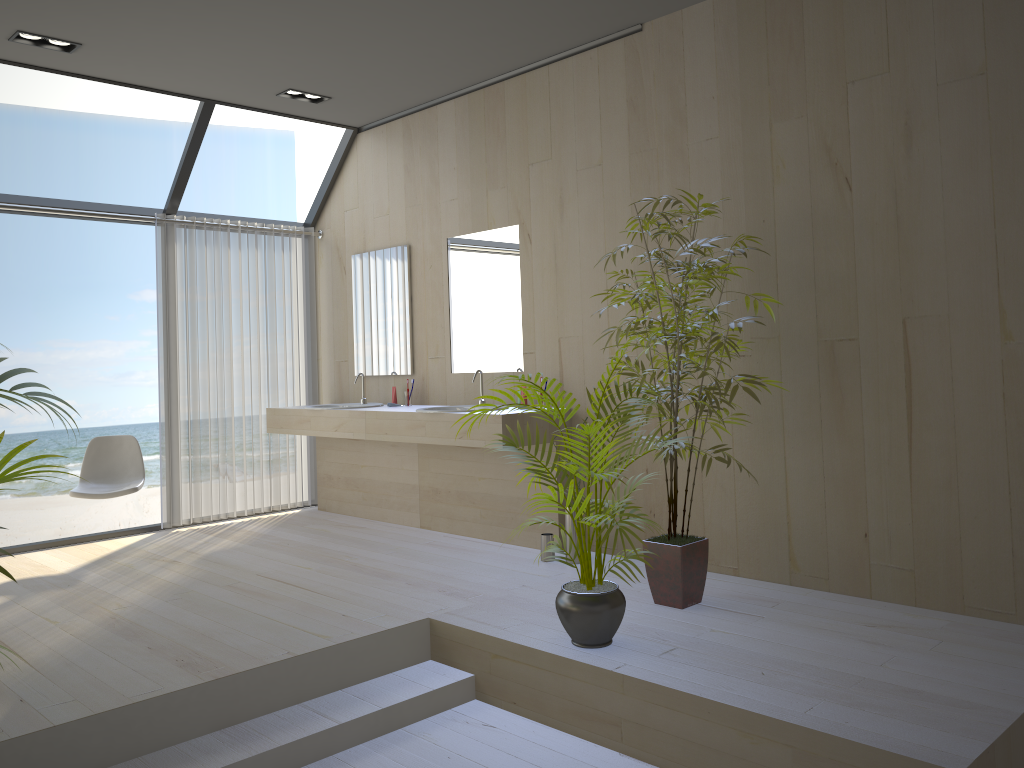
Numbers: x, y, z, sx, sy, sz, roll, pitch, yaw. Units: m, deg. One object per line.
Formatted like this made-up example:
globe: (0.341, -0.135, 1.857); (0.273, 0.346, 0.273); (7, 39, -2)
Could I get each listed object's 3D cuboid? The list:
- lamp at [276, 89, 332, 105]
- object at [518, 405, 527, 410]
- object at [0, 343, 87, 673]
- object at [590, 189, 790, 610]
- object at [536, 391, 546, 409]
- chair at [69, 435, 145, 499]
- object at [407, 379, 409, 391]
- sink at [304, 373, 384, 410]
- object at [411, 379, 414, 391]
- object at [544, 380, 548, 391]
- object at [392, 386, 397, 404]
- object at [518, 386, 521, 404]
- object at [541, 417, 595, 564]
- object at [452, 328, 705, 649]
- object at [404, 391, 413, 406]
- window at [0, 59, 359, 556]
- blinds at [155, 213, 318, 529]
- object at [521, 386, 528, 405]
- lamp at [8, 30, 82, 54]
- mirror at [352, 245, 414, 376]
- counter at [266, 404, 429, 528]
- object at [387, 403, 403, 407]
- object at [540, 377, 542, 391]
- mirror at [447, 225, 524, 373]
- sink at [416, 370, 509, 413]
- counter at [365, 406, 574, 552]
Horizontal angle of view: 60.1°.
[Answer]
lamp: (-1.310, -1.858, 5.569); (0.301, 0.112, 0.164); (-3, 1, -44)
object: (0.084, 0.127, 4.888); (0.104, 0.029, 0.032); (-2, 0, -4)
object: (-1.374, 0.373, 1.802); (0.872, 1.348, 1.065); (-3, -1, 34)
object: (0.727, 0.052, 3.806); (0.787, 1.760, 0.933); (-1, -1, -19)
object: (0.163, 0.091, 4.938); (0.058, 0.100, 0.058); (-1, -1, -34)
chair: (-2.383, 0.492, 5.235); (0.369, 0.348, 0.454); (-2, 0, -16)
object: (-0.677, 0.056, 5.772); (0.012, 0.178, 0.050); (-2, -2, -5)
sink: (-1.130, 0.137, 5.958); (0.504, 0.420, 0.573); (-2, 0, -41)
object: (-0.665, 0.056, 5.806); (0.054, 0.175, 0.012); (-1, -2, -19)
object: (0.177, 0.050, 4.944); (0.054, 0.175, 0.012); (-1, -2, -19)
object: (-0.775, 0.083, 5.831); (0.039, 0.135, 0.039); (-2, -2, 4)
object: (0.050, 0.074, 5.082); (0.039, 0.135, 0.039); (-2, -2, -3)
object: (0.334, 0.551, 4.692); (0.273, 0.750, 0.407); (-3, -2, 34)
object: (0.231, 0.370, 3.243); (0.916, 1.159, 0.749); (-2, -1, -11)
object: (-0.679, 0.098, 5.800); (0.058, 0.100, 0.058); (-1, -1, -38)
window: (-2.940, -0.393, 4.972); (4.563, 2.818, 0.743); (-2, -1, -44)
blinds: (-1.905, -0.117, 6.229); (1.183, 2.074, 0.084); (-1, -2, -44)
object: (0.067, 0.076, 4.969); (0.039, 0.135, 0.039); (-2, -2, -3)
lamp: (-2.383, -1.796, 4.520); (0.301, 0.112, 0.164); (-3, 1, -44)
mirror: (-0.907, -0.496, 6.148); (0.023, 0.870, 0.652); (0, -2, -44)
counter: (-1.106, 0.550, 6.001); (0.551, 0.792, 1.203); (-1, 0, -44)
object: (-0.758, 0.134, 5.750); (0.104, 0.029, 0.032); (-2, 0, -4)
object: (0.165, 0.050, 4.910); (0.012, 0.178, 0.050); (-2, -2, -5)
mirror: (-0.164, -0.503, 5.426); (0.023, 0.870, 0.652); (0, -2, -44)
sink: (-0.288, 0.130, 5.096); (0.504, 0.420, 0.573); (-2, 0, -41)
counter: (-0.264, 0.544, 5.139); (0.551, 0.792, 1.203); (-1, 0, -44)
